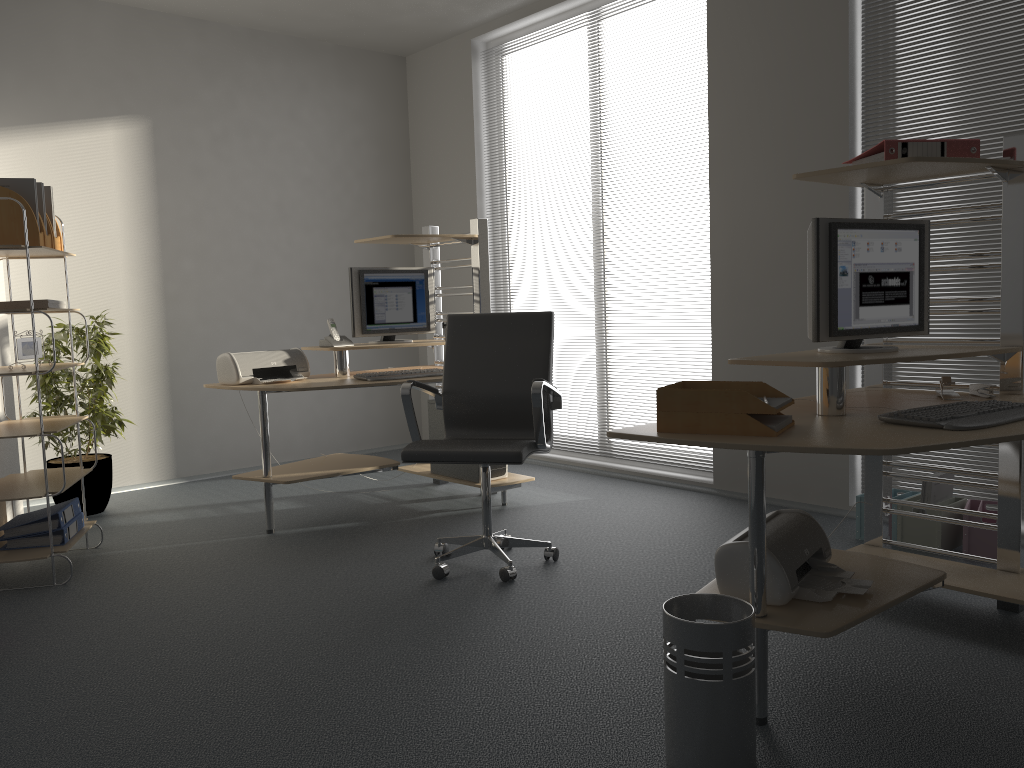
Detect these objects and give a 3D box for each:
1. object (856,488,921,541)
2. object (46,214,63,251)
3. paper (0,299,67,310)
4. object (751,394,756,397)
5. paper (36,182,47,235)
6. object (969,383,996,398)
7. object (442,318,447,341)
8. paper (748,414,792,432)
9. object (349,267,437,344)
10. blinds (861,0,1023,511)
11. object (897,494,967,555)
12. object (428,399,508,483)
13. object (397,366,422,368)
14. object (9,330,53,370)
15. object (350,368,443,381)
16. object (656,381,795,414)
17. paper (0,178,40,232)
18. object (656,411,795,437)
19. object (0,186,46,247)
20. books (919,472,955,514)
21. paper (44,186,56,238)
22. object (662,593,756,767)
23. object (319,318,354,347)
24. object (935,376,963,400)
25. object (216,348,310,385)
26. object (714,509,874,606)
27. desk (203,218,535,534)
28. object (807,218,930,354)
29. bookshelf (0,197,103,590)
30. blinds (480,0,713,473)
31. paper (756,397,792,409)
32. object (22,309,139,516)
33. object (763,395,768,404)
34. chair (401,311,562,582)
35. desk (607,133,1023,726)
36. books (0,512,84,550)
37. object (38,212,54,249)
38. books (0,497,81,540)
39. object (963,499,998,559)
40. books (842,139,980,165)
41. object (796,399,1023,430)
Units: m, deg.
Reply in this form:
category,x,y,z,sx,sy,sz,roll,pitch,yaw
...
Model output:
category,x,y,z,sx,sy,sz,roll,pitch,yaw
object,1.665,0.586,3.910,0.245,0.202,0.185,-6,7,-40
object,-2.147,-0.707,3.932,0.243,0.259,0.113,-3,5,-10
paper,-2.104,-0.342,3.881,0.213,0.046,0.297,-3,5,-13
object,0.643,0.040,2.327,0.008,0.009,0.159,-2,5,5
paper,-2.130,-0.718,3.828,0.213,0.297,0.045,-3,5,-13
object,1.519,0.019,2.863,0.022,0.042,0.134,-2,5,2
object,-0.316,-0.314,4.999,0.154,0.135,0.093,-2,5,-4
paper,0.570,0.101,2.355,0.297,0.019,0.210,1,6,28
object,-0.679,-0.440,4.970,0.516,0.418,0.245,-4,6,-26
blinds,2.297,-0.786,3.467,0.022,2.770,1.950,-6,7,-40
object,1.785,0.594,3.769,0.245,0.202,0.185,-6,7,-40
object,-0.244,0.302,4.931,0.199,0.422,0.471,-6,7,-40
object,-0.464,-0.072,4.994,0.168,0.088,0.742,-6,6,-38
object,-2.065,-0.150,3.799,0.077,0.161,0.192,-2,5,5
object,-0.703,-0.039,4.751,0.478,0.082,0.814,-5,6,-33
object,0.567,0.032,2.350,0.309,0.060,0.225,1,6,28
paper,-2.100,-0.708,3.708,0.213,0.297,0.045,-3,5,-15
object,0.569,0.088,2.355,0.309,0.060,0.225,1,6,28
object,-2.092,-0.687,3.690,0.243,0.259,0.113,-3,5,-15
books,1.792,0.525,3.752,0.220,0.306,0.068,-6,7,-40
paper,-2.152,-0.728,3.950,0.213,0.297,0.045,-3,5,-10
object,0.459,0.703,2.062,0.208,0.377,0.208,-2,5,3
object,-0.940,-0.275,4.725,0.119,0.151,0.150,2,6,35
object,1.413,0.011,2.871,0.054,0.064,0.159,0,5,16
object,-1.214,-0.092,4.494,0.351,0.162,0.438,2,7,41
object,0.800,0.474,2.441,0.351,0.162,0.438,1,6,34
desk,-0.708,-0.088,4.611,1.469,1.566,0.967,-6,7,-40
object,1.127,-0.316,2.871,0.516,0.418,0.245,-4,5,-18
bookshelf,-2.082,0.031,3.819,0.381,1.572,0.724,-3,5,-13
blinds,0.473,-0.912,5.589,0.037,2.749,1.950,-6,7,-40
paper,0.569,0.049,2.351,0.297,0.010,0.210,1,6,28
object,-2.397,0.160,4.940,0.544,1.147,0.644,-3,5,-12
object,0.658,0.042,2.300,0.008,0.009,0.159,-1,5,13
chair,-0.112,0.234,3.684,0.584,1.048,0.652,-1,5,15
desk,1.111,0.038,2.493,1.469,1.566,0.967,-6,7,-40
books,-2.045,0.638,3.863,0.262,0.072,0.320,-3,5,-12
object,-2.124,-0.697,3.810,0.243,0.259,0.113,-3,5,-13
books,-2.057,0.584,3.856,0.263,0.100,0.320,-3,5,-12
object,1.953,0.602,3.616,0.185,0.202,0.245,1,6,31
books,1.289,-0.736,2.883,0.320,0.072,0.262,-3,5,-8
object,1.076,0.089,2.622,0.478,0.082,0.814,-5,6,-33
